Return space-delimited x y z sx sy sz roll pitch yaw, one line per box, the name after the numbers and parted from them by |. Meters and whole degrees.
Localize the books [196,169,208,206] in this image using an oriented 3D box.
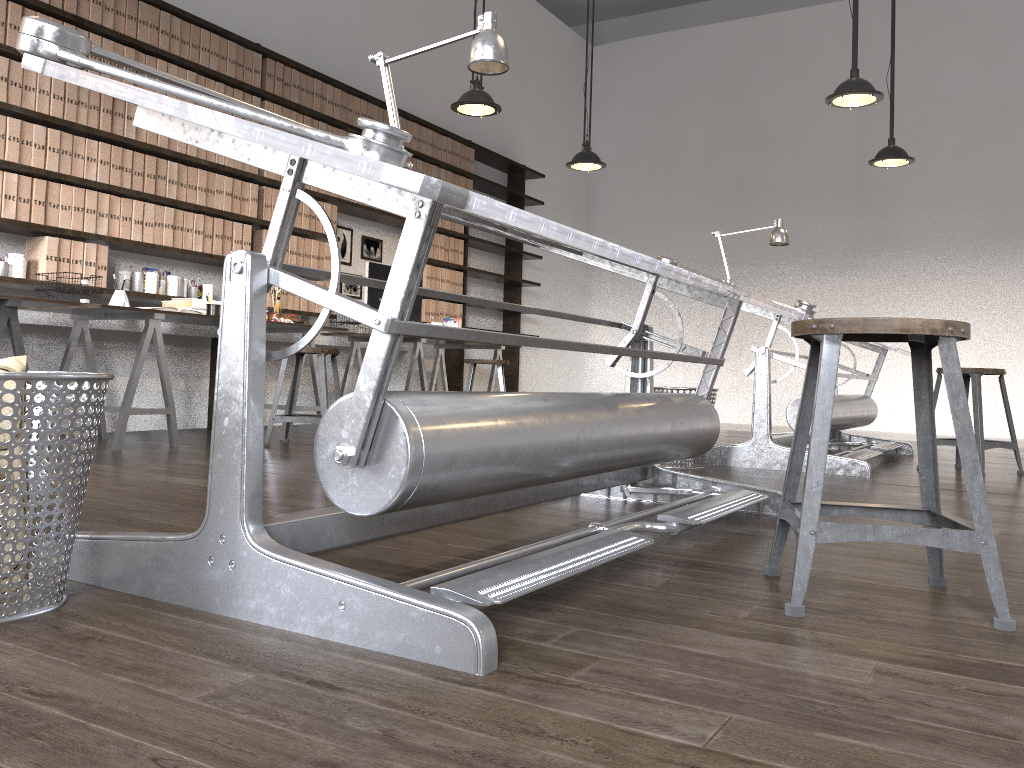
-1.896 -1.152 5.257 0.174 0.226 0.067 1 -3 30 | books

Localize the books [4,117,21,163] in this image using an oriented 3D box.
-2.463 -1.165 4.286 0.174 0.226 0.067 1 -3 30 | books

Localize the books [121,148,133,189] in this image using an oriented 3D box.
-2.154 -1.158 4.823 0.174 0.226 0.066 1 -3 30 | books

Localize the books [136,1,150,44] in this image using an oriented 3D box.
-2.098 -1.987 4.911 0.174 0.226 0.066 1 -3 30 | books

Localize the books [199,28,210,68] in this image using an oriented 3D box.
-1.885 -1.982 5.270 0.174 0.226 0.067 1 -3 30 | books

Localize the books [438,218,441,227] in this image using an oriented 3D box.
-0.673 -1.407 7.353 0.174 0.226 0.066 1 -3 30 | books

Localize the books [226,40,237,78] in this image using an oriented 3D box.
-1.782 -1.980 5.443 0.174 0.226 0.067 1 -3 30 | books

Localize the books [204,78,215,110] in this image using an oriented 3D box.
-1.870 -1.704 5.307 0.174 0.226 0.066 1 -3 30 | books

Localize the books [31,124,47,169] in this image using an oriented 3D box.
-2.400 -1.163 4.400 0.174 0.226 0.066 1 -3 30 | books

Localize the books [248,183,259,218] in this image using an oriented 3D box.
-1.694 -1.147 5.602 0.174 0.226 0.067 1 -3 30 | books

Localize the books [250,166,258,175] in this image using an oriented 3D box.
-1.691 -1.425 5.616 0.174 0.226 0.066 1 -3 30 | books

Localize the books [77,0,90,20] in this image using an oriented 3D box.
-2.277 -1.991 4.608 0.174 0.226 0.066 1 -3 30 | books

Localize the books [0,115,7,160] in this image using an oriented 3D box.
-2.502 -1.166 4.231 0.174 0.226 0.066 1 -3 30 | books

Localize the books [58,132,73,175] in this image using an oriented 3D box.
-2.330 -1.162 4.524 0.174 0.226 0.066 1 -3 30 | books

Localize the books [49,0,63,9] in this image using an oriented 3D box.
-2.353 -1.993 4.480 0.174 0.226 0.066 1 -3 30 | books

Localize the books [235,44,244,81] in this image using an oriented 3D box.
-1.753 -1.979 5.504 0.174 0.226 0.066 1 -3 30 | books

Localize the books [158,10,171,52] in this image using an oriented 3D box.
-2.026 -1.985 5.026 0.174 0.226 0.066 1 -3 30 | books

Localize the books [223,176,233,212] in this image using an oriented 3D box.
-1.798 -1.149 5.426 0.174 0.226 0.067 1 -3 30 | books

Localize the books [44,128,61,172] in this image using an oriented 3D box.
-2.362 -1.162 4.461 0.174 0.226 0.067 1 -3 30 | books

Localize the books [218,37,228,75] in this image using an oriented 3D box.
-1.820 -1.981 5.388 0.174 0.226 0.066 1 -3 30 | books

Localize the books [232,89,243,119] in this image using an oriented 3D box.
-1.757 -1.701 5.491 0.174 0.226 0.067 1 -3 30 | books

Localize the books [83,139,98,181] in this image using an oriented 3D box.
-2.258 -1.160 4.643 0.174 0.226 0.066 1 -3 30 | books

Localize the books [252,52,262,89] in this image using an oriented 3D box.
-1.678 -1.977 5.625 0.174 0.226 0.066 1 -3 30 | books

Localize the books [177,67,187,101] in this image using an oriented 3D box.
-1.973 -1.706 5.129 0.174 0.226 0.066 1 -3 30 | books

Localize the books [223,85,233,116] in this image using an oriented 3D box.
-1.799 -1.702 5.429 0.174 0.226 0.066 1 -3 30 | books

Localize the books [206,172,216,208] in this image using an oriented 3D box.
-1.867 -1.151 5.316 0.174 0.226 0.066 1 -3 30 | books

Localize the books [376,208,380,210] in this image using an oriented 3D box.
-1.062 -1.416 6.681 0.174 0.226 0.066 1 -3 30 | books

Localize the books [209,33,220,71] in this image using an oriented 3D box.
-1.850 -1.981 5.333 0.174 0.226 0.066 1 -3 30 | books

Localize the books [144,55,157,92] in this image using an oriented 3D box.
-2.077 -1.709 4.952 0.174 0.226 0.066 1 -3 30 | books

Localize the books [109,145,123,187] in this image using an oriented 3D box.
-2.182 -1.158 4.766 0.174 0.226 0.067 1 -3 30 | books

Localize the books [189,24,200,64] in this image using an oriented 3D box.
-1.924 -1.983 5.211 0.174 0.226 0.066 1 -3 30 | books

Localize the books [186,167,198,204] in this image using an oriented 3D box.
-1.935 -1.153 5.201 0.174 0.226 0.066 1 -3 30 | books

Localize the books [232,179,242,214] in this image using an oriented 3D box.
-1.767 -1.149 5.489 0.174 0.226 0.066 1 -3 30 | books

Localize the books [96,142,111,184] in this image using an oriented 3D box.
-2.219 -1.159 4.704 0.174 0.226 0.066 1 -3 30 | books

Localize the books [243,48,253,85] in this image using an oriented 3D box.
-1.718 -1.978 5.566 0.174 0.226 0.066 1 -3 30 | books

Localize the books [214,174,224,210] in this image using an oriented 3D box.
-1.834 -1.150 5.370 0.174 0.226 0.066 1 -3 30 | books

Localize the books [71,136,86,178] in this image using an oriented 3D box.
-2.297 -1.161 4.585 0.174 0.226 0.066 1 -3 30 | books

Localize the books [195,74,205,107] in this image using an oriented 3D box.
-1.906 -1.705 5.246 0.174 0.226 0.066 1 -3 30 | books

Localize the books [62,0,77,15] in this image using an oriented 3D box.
-2.310 -1.992 4.542 0.174 0.226 0.067 1 -3 30 | books

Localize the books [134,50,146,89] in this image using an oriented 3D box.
-2.113 -1.710 4.893 0.174 0.226 0.066 1 -3 30 | books

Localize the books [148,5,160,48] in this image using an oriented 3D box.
-2.062 -1.986 4.963 0.174 0.226 0.067 1 -3 30 | books

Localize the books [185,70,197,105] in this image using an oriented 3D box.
-1.935 -1.705 5.185 0.174 0.226 0.067 1 -3 30 | books

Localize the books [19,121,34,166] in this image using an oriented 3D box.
-2.433 -1.164 4.346 0.174 0.226 0.066 1 -3 30 | books

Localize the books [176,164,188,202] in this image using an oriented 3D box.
-1.971 -1.153 5.140 0.174 0.226 0.066 1 -3 30 | books

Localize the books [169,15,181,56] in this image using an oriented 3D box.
-1.992 -1.984 5.090 0.174 0.226 0.066 1 -3 30 | books

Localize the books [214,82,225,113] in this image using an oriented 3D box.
-1.831 -1.703 5.366 0.174 0.226 0.066 1 -3 30 | books

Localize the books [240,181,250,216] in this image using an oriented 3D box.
-1.733 -1.148 5.550 0.174 0.226 0.066 1 -3 30 | books

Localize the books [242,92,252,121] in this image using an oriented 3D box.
-1.724 -1.701 5.558 0.174 0.226 0.066 1 -3 30 | books

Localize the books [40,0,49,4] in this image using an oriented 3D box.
-2.384 -1.993 4.416 0.174 0.226 0.066 1 -3 30 | books

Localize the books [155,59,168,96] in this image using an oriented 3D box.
-2.038 -1.708 5.011 0.174 0.226 0.067 1 -3 30 | books

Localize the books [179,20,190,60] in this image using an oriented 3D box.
-1.960 -1.984 5.152 0.174 0.226 0.066 1 -3 30 | books
